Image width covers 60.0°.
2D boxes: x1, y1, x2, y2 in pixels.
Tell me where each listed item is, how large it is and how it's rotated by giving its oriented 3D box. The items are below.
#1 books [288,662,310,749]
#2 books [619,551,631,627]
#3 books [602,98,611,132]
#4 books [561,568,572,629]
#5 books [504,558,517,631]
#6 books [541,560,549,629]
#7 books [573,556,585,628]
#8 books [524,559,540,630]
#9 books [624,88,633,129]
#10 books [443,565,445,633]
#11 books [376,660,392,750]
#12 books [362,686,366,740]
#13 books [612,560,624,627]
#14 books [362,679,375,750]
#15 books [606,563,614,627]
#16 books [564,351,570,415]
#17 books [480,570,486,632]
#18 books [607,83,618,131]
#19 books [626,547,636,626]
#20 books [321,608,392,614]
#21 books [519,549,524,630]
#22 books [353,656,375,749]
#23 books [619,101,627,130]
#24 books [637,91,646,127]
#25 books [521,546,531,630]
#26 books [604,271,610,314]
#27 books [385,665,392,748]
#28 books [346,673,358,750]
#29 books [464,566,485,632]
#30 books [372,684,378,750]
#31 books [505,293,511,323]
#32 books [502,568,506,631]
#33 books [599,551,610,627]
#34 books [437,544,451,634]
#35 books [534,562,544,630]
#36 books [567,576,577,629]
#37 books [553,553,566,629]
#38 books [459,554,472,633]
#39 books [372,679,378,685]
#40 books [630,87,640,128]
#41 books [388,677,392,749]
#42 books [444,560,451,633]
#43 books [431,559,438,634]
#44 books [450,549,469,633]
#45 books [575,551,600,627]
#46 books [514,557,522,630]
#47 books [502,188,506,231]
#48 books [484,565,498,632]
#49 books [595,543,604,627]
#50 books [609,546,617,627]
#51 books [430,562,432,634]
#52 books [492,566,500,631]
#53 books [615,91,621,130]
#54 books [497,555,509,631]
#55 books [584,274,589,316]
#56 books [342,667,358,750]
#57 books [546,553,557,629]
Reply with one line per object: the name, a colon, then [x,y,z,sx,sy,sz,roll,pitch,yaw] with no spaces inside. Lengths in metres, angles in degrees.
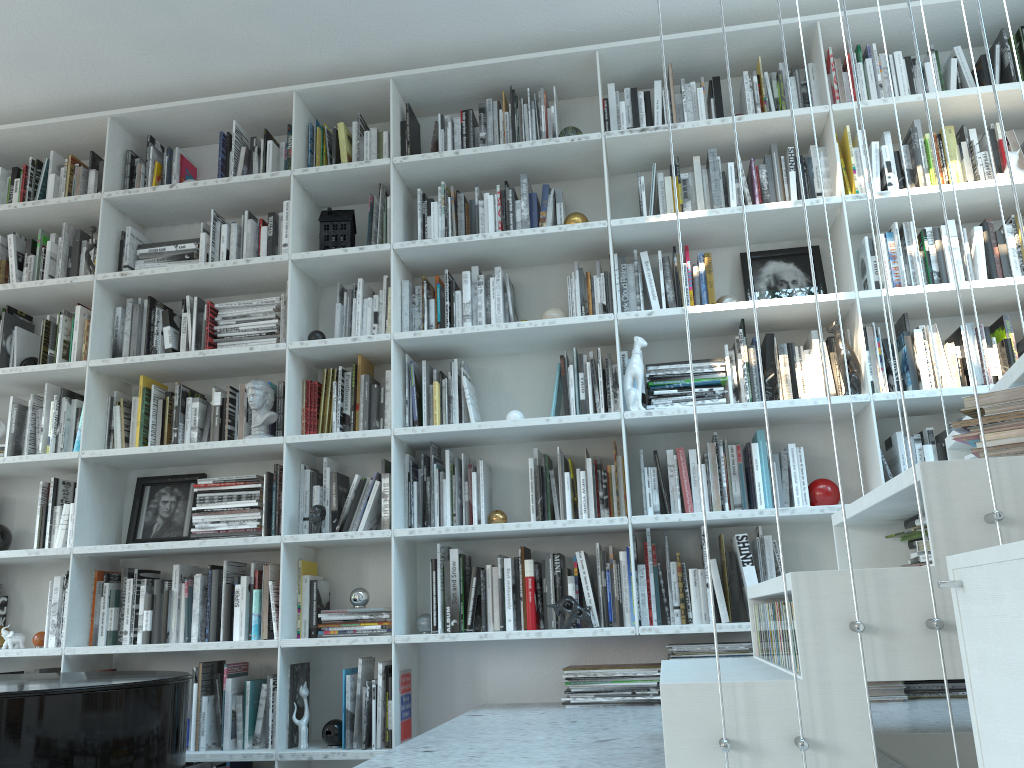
books: [-0.774,1.166,3.231,0.012,0.284,0.160,-4,-15,9]
books: [0.409,0.735,3.177,0.026,0.257,0.157,-4,-15,9]
books: [0.393,-1.022,3.619,0.023,0.218,0.172,-4,-15,9]
books: [0.203,0.777,3.213,0.022,0.210,0.136,-4,-15,9]
books: [0.003,0.770,3.236,0.025,0.252,0.182,-4,-15,9]
books: [0.132,0.769,3.235,0.021,0.242,0.131,-4,-15,9]
books: [0.243,0.754,3.207,0.012,0.248,0.165,-4,-15,9]
books: [0.079,0.768,3.223,0.031,0.243,0.185,-4,-15,9]
books: [0.480,-1.044,3.608,0.025,0.250,0.178,-4,-15,9]
books: [-0.229,0.798,3.287,0.015,0.240,0.153,-4,-15,9]
books: [-0.442,1.126,3.129,0.021,0.284,0.173,-4,-15,9]
books: [-0.503,1.176,3.146,0.013,0.202,0.139,-4,-15,9]
books: [0.384,0.750,3.171,0.025,0.227,0.176,-4,-15,9]
books: [-0.488,1.157,3.122,0.026,0.224,0.175,-4,-15,9]
books: [0.354,0.758,3.179,0.013,0.219,0.169,-4,-15,9]
books: [0.222,0.030,3.408,0.016,0.289,0.135,-4,-15,9]
books: [-0.091,0.796,3.254,0.011,0.216,0.176,-4,-15,9]
books: [0.419,-1.058,3.630,0.028,0.293,0.150,-4,-15,9]
books: [0.434,0.726,3.175,0.025,0.271,0.171,-4,-15,9]
books: [-0.550,0.834,3.263,0.254,0.012,0.161,-7,-16,17]
books: [0.048,0.755,3.251,0.012,0.284,0.160,-4,-15,9]
books: [-0.526,1.131,3.163,0.032,0.299,0.149,-4,-15,9]
books: [0.456,-1.012,3.592,0.022,0.182,0.190,-4,-15,9]
books: [0.531,-1.038,3.601,0.024,0.230,0.169,-4,-15,9]
books: [0.056,0.745,3.230,0.012,0.292,0.175,-4,-15,9]
books: [0.377,-0.308,3.456,0.013,0.220,0.156,-4,-15,9]
books: [-0.420,1.137,3.145,0.015,0.270,0.158,-4,-15,9]
books: [-0.552,1.154,3.141,0.014,0.245,0.176,-4,-15,9]
books: [-0.129,0.792,3.260,0.065,0.230,0.162,-4,-15,9]
books: [-0.458,1.161,3.115,0.011,0.211,0.179,-4,-15,9]
books: [-0.010,-0.257,3.529,0.015,0.188,0.104,-4,-15,9]
books: [-0.012,0.790,3.251,0.012,0.220,0.153,-4,-15,9]
books: [0.339,0.740,3.199,0.021,0.264,0.150,-4,-15,9]
books: [-0.247,0.756,3.274,0.010,0.315,0.187,-4,-15,9]
books: [0.108,0.772,3.232,0.025,0.237,0.157,-4,-15,9]
books: [0.226,0.788,3.199,0.025,0.180,0.169,-4,-15,9]
books: [0.178,0.753,3.221,0.026,0.262,0.170,-4,-15,9]
books: [-0.168,0.771,3.266,0.010,0.276,0.174,-4,-15,9]
books: [-0.466,1.159,3.135,0.012,0.225,0.149,-4,-15,9]
books: [0.505,-1.043,3.598,0.026,0.241,0.185,-4,-15,9]
books: [-0.408,1.151,3.125,0.013,0.232,0.149,-4,-15,9]
books: [-0.215,0.783,3.262,0.023,0.255,0.178,-4,-15,9]
books: [-0.262,0.783,3.269,0.023,0.261,0.187,-4,-15,9]
books: [-0.190,0.762,3.262,0.030,0.293,0.189,-4,-15,9]
books: [0.279,0.742,3.198,0.070,0.265,0.186,-4,-15,9]
books: [0.028,0.772,3.265,0.016,0.260,0.098,-4,-15,9]
books: [-0.023,-0.650,3.632,0.010,0.271,0.120,-4,-15,9]
books: [-0.070,0.789,3.262,0.029,0.234,0.143,-4,-15,9]
books: [0.321,0.728,3.205,0.013,0.293,0.135,-4,-15,9]
books: [0.370,0.733,3.210,0.012,0.281,0.144,-4,-15,9]
books: [-0.276,0.794,3.289,0.012,0.253,0.161,-4,-15,9]
books: [-0.044,0.789,3.254,0.024,0.227,0.160,-4,-15,9]
books: [0.441,-1.043,3.632,0.014,0.263,0.140,-4,-15,9]
books: [-0.027,0.767,3.253,0.014,0.267,0.172,-4,-15,9]
books: [0.299,-0.300,3.486,0.011,0.227,0.132,-4,-15,9]
books: [-0.572,1.149,3.155,0.005,0.263,0.163,-4,-15,9]
books: [0.152,0.754,3.218,0.026,0.261,0.174,-4,-15,9]
